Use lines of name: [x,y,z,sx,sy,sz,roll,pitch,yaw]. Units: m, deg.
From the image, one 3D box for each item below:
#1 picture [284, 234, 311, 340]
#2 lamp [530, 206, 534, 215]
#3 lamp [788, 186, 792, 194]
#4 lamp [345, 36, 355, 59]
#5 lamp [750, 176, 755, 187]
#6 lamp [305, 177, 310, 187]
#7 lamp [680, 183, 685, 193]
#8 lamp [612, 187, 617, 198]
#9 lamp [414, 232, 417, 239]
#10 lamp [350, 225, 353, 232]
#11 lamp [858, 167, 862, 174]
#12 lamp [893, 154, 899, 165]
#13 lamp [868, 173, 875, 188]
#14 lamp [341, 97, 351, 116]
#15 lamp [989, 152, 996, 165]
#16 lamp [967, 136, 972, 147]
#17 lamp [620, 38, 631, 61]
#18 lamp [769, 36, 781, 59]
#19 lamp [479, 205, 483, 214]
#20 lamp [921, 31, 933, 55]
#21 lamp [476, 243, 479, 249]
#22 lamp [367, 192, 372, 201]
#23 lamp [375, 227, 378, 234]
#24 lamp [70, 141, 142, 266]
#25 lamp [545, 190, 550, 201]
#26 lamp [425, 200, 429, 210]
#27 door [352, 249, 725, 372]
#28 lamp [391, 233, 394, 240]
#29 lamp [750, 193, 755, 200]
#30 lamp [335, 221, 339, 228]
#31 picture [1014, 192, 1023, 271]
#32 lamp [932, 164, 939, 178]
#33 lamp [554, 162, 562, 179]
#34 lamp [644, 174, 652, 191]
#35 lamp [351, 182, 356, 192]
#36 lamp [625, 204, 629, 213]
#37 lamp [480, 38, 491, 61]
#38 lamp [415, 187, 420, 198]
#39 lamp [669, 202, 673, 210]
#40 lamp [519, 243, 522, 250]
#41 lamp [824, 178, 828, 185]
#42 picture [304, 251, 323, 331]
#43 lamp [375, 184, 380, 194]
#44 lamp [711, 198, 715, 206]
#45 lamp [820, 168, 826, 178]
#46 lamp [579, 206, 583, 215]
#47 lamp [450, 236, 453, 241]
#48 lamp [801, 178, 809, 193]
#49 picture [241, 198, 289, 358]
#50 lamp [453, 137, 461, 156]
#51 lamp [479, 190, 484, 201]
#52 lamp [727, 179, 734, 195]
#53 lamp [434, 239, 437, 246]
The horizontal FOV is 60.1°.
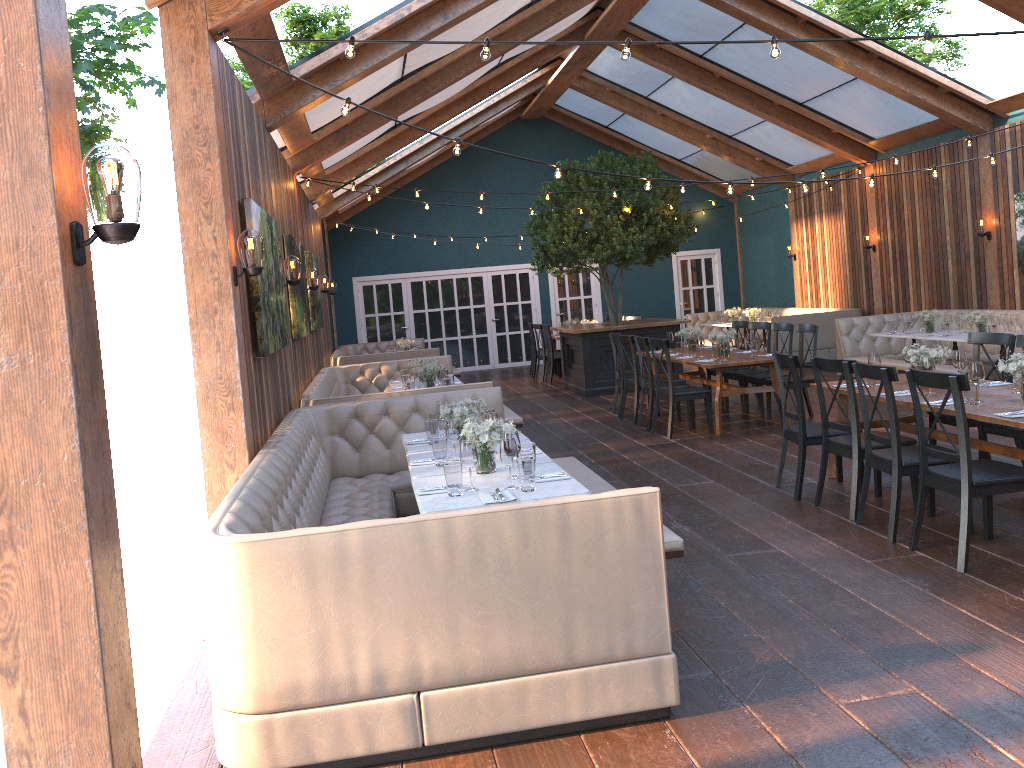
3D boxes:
picture: [-2.187,-0.982,9.086,0.065,0.994,1.655,-5,5,-9]
lamp: [0.269,-2.328,11.901,0.056,0.120,0.056,-6,3,-21]
lamp: [4.352,-3.040,13.859,0.056,0.120,0.056,-6,3,-27]
lamp: [-0.899,-1.866,4.906,0.056,0.118,0.064,-7,4,-35]
lamp: [2.666,-2.245,9.811,0.056,0.121,0.056,-4,3,6]
lamp: [-2.419,-2.389,10.482,0.056,0.119,0.062,-3,3,26]
lamp: [1.911,-2.197,9.915,0.056,0.120,0.056,-7,3,-34]
lamp: [1.163,-2.167,10.023,0.056,0.121,0.056,-3,3,32]
lamp: [-1.830,-2.805,16.716,0.056,0.120,0.056,-4,3,6]
lamp: [-2.872,-2.780,15.818,0.076,0.113,0.057,-2,4,36]
lamp: [5.689,-3.490,14.467,0.056,0.119,0.056,-4,3,20]
lamp: [4.161,-2.431,9.582,0.056,0.121,0.056,-4,3,12]
lamp: [3.026,-1.712,7.452,0.056,0.120,0.056,-4,3,10]
lamp: [-1.005,-1.683,5.358,0.068,0.117,0.056,-5,3,-2]
lamp: [4.386,-2.057,8.074,0.056,0.120,0.056,-4,3,19]
lamp: [4.890,-2.593,9.466,0.063,0.118,0.056,-6,3,-15]
lamp: [0.614,-1.789,4.738,0.075,0.114,0.056,-2,4,37]
lamp: [1.369,-1.758,4.613,0.056,0.120,0.056,-7,3,-33]
lamp: [-0.408,-2.277,11.548,0.056,0.120,0.056,-7,4,-43]
lamp: [2.121,-1.745,4.527,0.056,0.121,0.056,-5,3,6]
lamp: [-0.604,-2.442,15.620,0.056,0.114,0.074,-3,4,34]
lamp: [-1.746,-2.296,10.825,0.056,0.118,0.065,-2,4,40]
lamp: [-2.499,-2.834,16.348,0.056,0.121,0.056,-6,3,-25]
lamp: [-1.065,-0.477,2.332,0.178,0.319,0.146,-5,3,-9]
lamp: [0.405,-2.157,10.113,0.056,0.121,0.056,-5,3,0]
lamp: [-1.074,-2.262,11.180,0.056,0.118,0.062,-3,3,33]
door: [0.740,-1.551,19.351,8.179,2.204,0.174,-6,2,-9]
lamp: [-2.128,-2.632,15.773,0.060,0.119,0.056,-6,3,-15]
lamp: [3.680,-2.864,13.527,0.056,0.117,0.068,-5,3,-12]
lamp: [-3.163,-2.880,15.972,0.056,0.120,0.056,-7,4,-39]
picture: [6.581,-1.858,10.467,0.065,0.994,1.655,-5,5,-9]
lamp: [3.711,-1.865,7.762,0.056,0.121,0.056,-6,3,-21]
lamp: [0.314,-1.466,6.071,0.056,0.120,0.056,-5,3,-12]
lamp: [0.985,-1.461,6.429,0.056,0.120,0.057,-2,4,41]
lamp: [-1.863,-2.309,10.362,0.056,0.120,0.056,-7,4,-43]
lamp: [1.634,-2.494,12.574,0.056,0.120,0.056,-4,3,16]
lamp: [-0.146,-1.825,4.827,0.056,0.114,0.075,-5,3,-10]
lamp: [-1.103,-2.226,10.287,0.056,0.121,0.056,-4,3,16]
lamp: [2.320,-2.597,12.889,0.060,0.119,0.056,-6,3,-23]
lamp: [0.144,-2.417,15.579,0.056,0.119,0.060,-3,3,28]
lamp: [5.027,-3.246,14.152,0.064,0.118,0.056,-5,3,0]
picture: [-2.627,-1.227,11.792,0.065,0.994,1.655,-5,5,-9]
lamp: [-1.576,-2.279,10.334,0.056,0.121,0.056,-5,3,-6]
lamp: [3.005,-2.718,13.210,0.060,0.119,0.057,-4,3,15]
lamp: [3.413,-2.316,9.719,0.056,0.117,0.068,-2,4,44]
lamp: [0.954,-2.402,12.232,0.056,0.121,0.056,-6,3,-28]
lamp: [-1.163,-2.811,17.085,0.056,0.120,0.056,-5,3,-7]
lamp: [2.356,-1.594,7.108,0.056,0.120,0.056,-5,3,-3]
picture: [-1.740,-0.733,6.331,0.065,0.994,1.655,-5,5,-9]
lamp: [-0.357,-1.537,5.720,0.056,0.119,0.059,-4,3,22]
lamp: [-0.352,-2.176,10.202,0.056,0.121,0.056,-5,3,3]
lamp: [1.670,-1.508,6.776,0.056,0.121,0.056,-5,3,-10]
lamp: [-1.370,-2.518,15.719,0.056,0.119,0.059,-5,3,-5]
